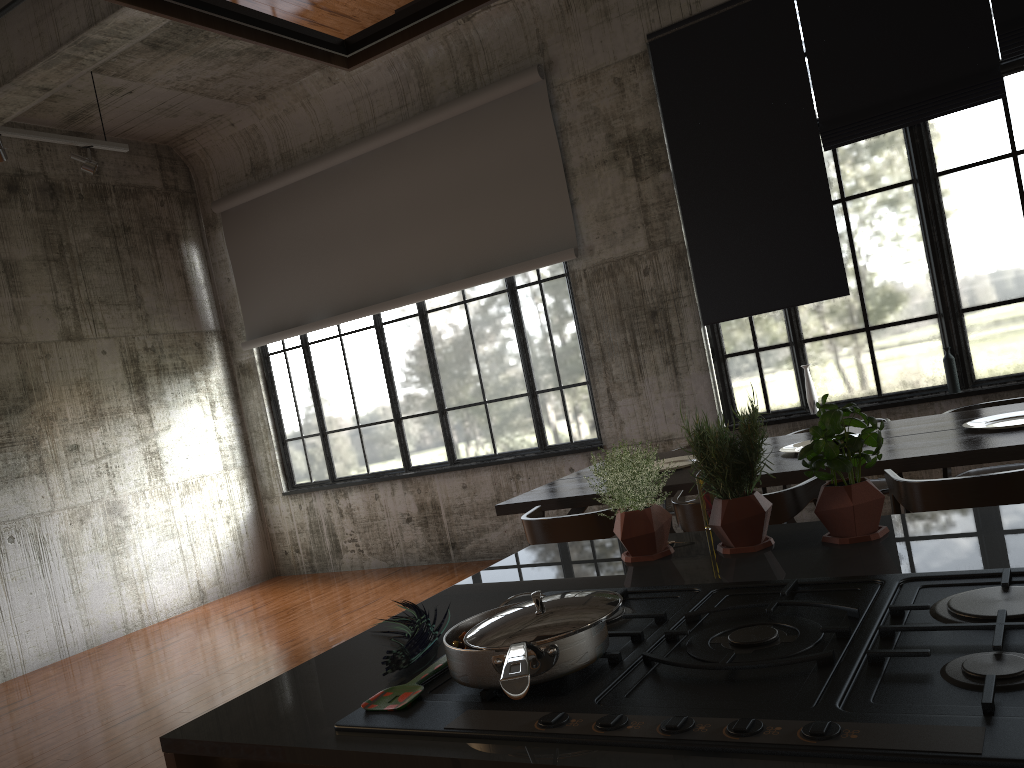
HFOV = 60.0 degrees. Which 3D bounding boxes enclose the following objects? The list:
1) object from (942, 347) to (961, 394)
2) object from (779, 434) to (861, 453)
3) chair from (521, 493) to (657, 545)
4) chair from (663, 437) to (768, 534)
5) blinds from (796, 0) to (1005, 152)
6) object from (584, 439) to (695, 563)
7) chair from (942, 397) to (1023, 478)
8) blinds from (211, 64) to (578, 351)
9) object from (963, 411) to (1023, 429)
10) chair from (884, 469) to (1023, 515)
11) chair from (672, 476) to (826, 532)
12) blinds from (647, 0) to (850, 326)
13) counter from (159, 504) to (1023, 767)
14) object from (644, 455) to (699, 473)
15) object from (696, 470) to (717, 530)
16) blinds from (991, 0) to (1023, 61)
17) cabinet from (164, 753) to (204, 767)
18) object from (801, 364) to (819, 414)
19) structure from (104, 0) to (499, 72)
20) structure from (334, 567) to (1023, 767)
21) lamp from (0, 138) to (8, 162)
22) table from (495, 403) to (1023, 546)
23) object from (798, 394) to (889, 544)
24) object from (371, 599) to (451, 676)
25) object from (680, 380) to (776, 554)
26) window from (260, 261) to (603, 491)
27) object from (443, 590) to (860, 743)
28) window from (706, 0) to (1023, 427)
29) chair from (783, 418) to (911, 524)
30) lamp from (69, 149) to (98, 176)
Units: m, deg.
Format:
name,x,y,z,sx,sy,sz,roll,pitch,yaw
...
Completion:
name,x,y,z,sx,sy,sz,roll,pitch,yaw
object,3.302,-0.101,6.671,0.080,0.352,0.080,-12,2,-27
object,1.837,0.355,5.184,0.528,0.024,0.525,-11,0,42
chair,0.529,1.152,5.008,0.880,0.994,0.767,-11,1,32
chair,1.537,0.950,6.517,0.880,0.994,0.767,-11,1,31
blinds,2.822,-2.605,6.567,1.258,1.399,0.051,-11,2,32
object,0.293,0.268,2.107,0.211,0.283,0.220,-10,1,40
chair,3.142,0.627,5.507,0.880,0.994,0.767,-11,1,32
blinds,-1.438,-1.637,9.186,4.478,1.777,0.136,-11,2,32
object,2.662,0.189,4.660,0.528,0.024,0.525,-11,0,42
chair,2.142,0.827,3.933,0.880,0.994,0.767,-11,1,28
chair,1.280,1.000,4.530,0.880,0.994,0.767,-11,1,31
blinds,1.904,-1.840,7.264,1.218,2.536,0.034,-10,2,32
counter,1.569,0.244,0.850,4.374,0.174,1.241,-11,0,32
object,1.012,0.521,5.709,0.528,0.024,0.525,-11,0,42
object,0.509,0.264,2.269,0.056,0.209,0.055,-10,2,32
blinds,3.874,-2.947,5.879,1.300,1.143,0.052,-11,2,32
cabinet,1.681,0.794,0.867,4.372,1.245,1.241,-11,1,32
object,2.432,0.043,7.224,0.082,0.411,0.082,-12,2,-7
structure,0.020,-1.380,1.336,1.633,1.127,0.661,-11,1,32
structure,0.355,0.391,1.340,1.100,0.019,0.676,-11,0,32
lamp,-3.791,-1.732,6.527,0.102,0.251,0.165,-12,1,-13
table,1.947,0.860,5.261,3.712,1.007,1.633,-11,0,32
object,0.707,0.170,1.875,0.173,0.311,0.178,-10,2,38
object,-0.187,0.474,1.731,0.184,0.068,0.392,-11,0,-12
object,0.495,0.184,1.998,0.196,0.368,0.186,-12,1,-18
window,-1.206,-0.722,9.407,4.316,3.438,0.050,-11,2,32
object,0.088,0.383,1.243,0.330,0.120,0.730,-11,0,-23
window,3.111,-1.592,6.662,3.822,3.438,0.050,-11,2,32
chair,2.289,0.799,6.039,0.880,0.994,0.767,-11,1,32
lamp,-3.447,-1.795,7.188,0.225,0.215,0.102,-12,1,-17
